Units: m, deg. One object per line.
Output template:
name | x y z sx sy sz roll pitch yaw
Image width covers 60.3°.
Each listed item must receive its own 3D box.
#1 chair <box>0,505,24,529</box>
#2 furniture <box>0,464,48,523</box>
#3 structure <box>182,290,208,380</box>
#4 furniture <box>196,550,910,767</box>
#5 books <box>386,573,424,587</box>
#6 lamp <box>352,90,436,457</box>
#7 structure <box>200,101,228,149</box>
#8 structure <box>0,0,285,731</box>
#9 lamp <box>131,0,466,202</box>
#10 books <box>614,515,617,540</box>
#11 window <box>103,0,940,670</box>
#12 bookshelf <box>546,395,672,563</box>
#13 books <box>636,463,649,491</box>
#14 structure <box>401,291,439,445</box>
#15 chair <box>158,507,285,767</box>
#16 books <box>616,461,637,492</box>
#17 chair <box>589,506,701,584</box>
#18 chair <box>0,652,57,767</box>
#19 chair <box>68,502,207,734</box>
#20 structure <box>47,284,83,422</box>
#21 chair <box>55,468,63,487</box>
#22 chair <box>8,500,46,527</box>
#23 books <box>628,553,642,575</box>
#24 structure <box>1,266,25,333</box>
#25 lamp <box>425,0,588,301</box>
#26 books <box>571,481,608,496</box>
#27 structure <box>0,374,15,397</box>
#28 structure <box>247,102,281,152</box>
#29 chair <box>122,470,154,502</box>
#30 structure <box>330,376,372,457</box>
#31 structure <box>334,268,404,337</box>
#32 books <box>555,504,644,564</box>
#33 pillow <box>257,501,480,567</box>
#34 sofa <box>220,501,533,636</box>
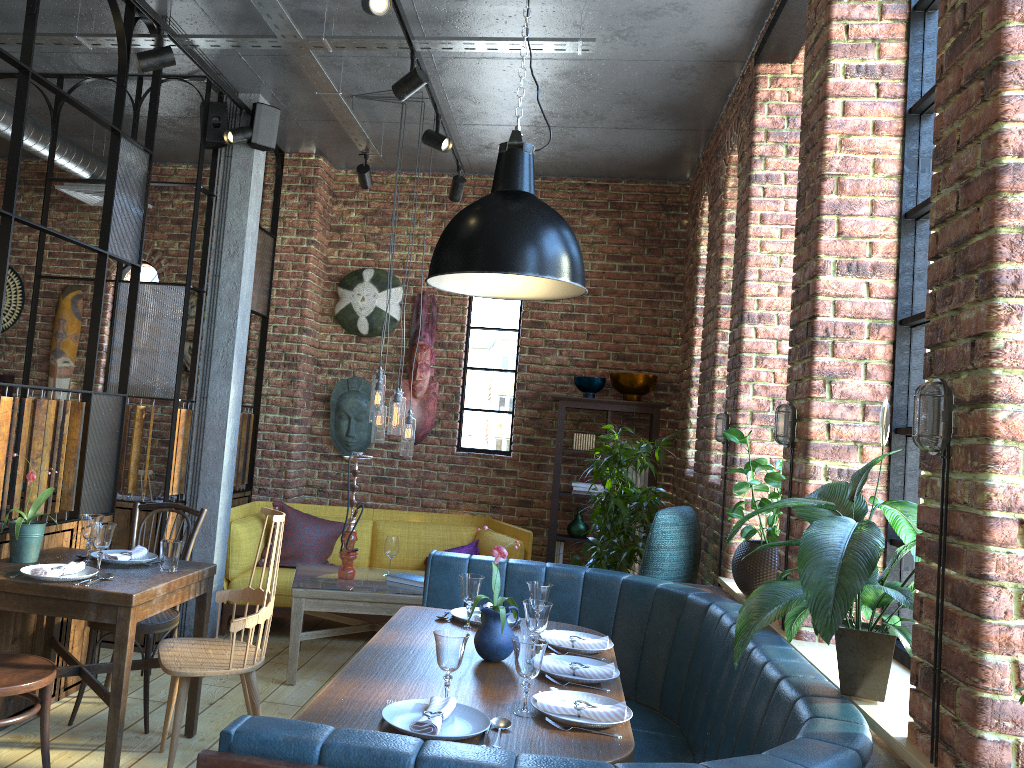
chair | -2.413 0.949 3.737 0.570 0.922 0.421 3 -4 24
furniture | -4.438 0.975 6.338 1.462 0.823 1.471 4 -3 6
structure | -2.383 -0.378 6.840 0.597 0.727 0.125 4 -4 8
furniture | 0.177 1.152 2.703 1.382 0.823 2.578 4 -3 5
books | -0.552 1.104 4.961 0.285 0.028 0.154 3 -4 31
lamp | -0.758 -0.657 5.188 0.525 2.122 0.276 2 -5 32
structure | -1.802 -1.560 5.326 0.179 0.268 0.170 6 -4 -21
structure | -4.104 -0.423 3.182 5.949 3.330 5.925 5 -3 -10
lamp | -3.578 -1.761 3.501 6.347 0.274 7.128 4 -3 6
books | 0.726 0.951 6.100 0.086 0.273 0.170 4 -4 5
window | 0.360 -0.366 4.049 3.303 2.432 8.864 6 -4 -29
bookshelf | 0.617 0.946 6.110 0.828 1.670 0.312 4 -4 8
books | 0.894 0.669 6.100 0.080 0.258 0.175 4 -4 5
structure | -0.681 -0.113 6.602 0.216 1.147 0.237 7 -5 -38
chair | -1.150 0.999 3.465 0.436 1.007 0.552 6 -4 -22
books | 0.793 0.662 6.125 0.126 0.258 0.161 4 -4 6
chair | 0.392 1.128 4.493 1.076 1.099 0.773 2 -4 31
chair | -1.801 0.955 2.942 0.456 0.922 0.526 2 -4 28
chair | -1.689 1.022 4.015 0.407 0.916 0.519 4 -4 0
structure | -3.586 -0.247 7.016 0.235 1.121 0.092 4 -4 8
chair | -2.828 1.033 5.920 0.501 0.916 0.421 6 -4 -28
chair | -2.573 0.962 4.221 0.515 0.916 0.410 5 -4 -8
books | 0.849 1.262 6.059 0.085 0.273 0.187 4 -4 5
structure | -4.279 -0.704 7.178 0.669 0.620 0.078 4 -4 7
lamp | 0.029 -0.973 2.922 0.549 1.328 0.509 3 -4 24
books | 0.547 0.732 6.139 0.273 0.080 0.176 4 -3 8
structure | -4.148 0.244 7.055 0.264 0.656 0.158 4 -4 8
structure | -1.501 -1.537 5.275 0.158 0.268 0.193 8 -5 -43
chair | -2.330 1.003 5.312 0.531 1.007 0.454 5 -4 -7
structure | -1.195 0.258 6.596 0.373 0.640 0.102 4 -4 10
structure | -1.084 -0.617 6.654 0.539 0.521 0.145 4 -4 9
books | 0.602 1.093 6.106 0.594 0.575 0.188 4 -4 7
pillow | -0.945 1.068 6.002 1.487 0.454 0.402 5 -4 -3
sofa | -0.946 1.266 5.950 1.970 0.764 0.799 5 -4 -7
